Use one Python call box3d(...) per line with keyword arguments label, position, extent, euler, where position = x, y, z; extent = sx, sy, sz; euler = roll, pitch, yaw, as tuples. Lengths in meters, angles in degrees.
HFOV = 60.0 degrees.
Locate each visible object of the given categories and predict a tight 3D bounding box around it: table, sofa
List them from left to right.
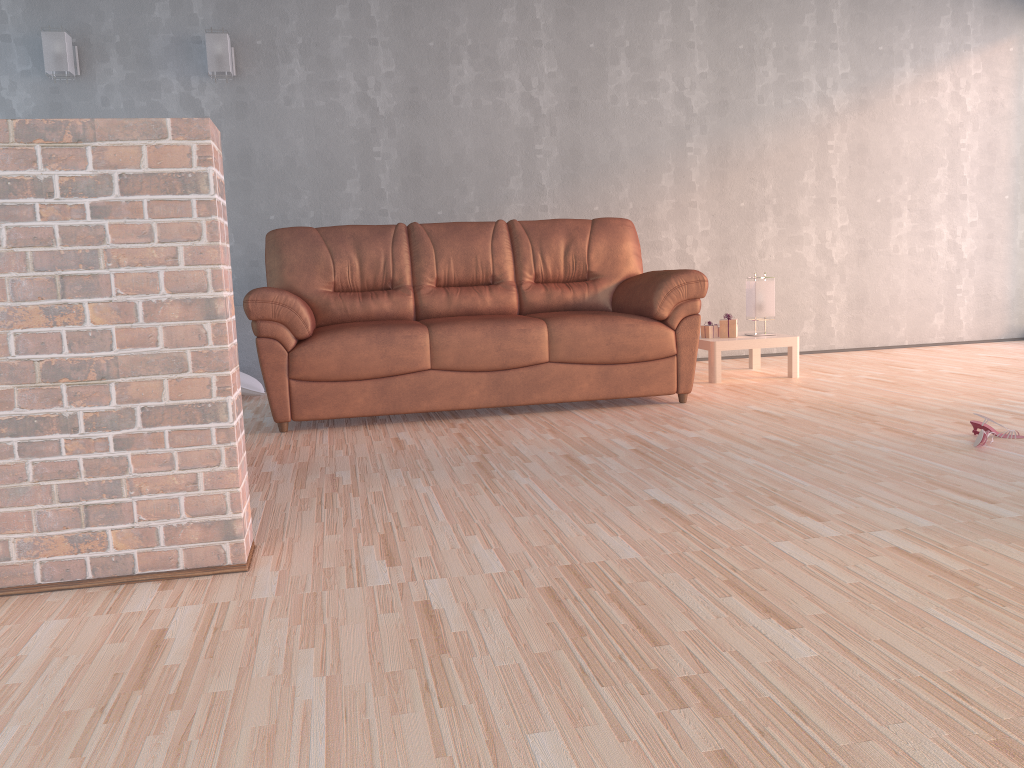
box3d(label="sofa", position=(-0.200, -0.395, 4.557), extent=(2.202, 0.923, 0.981), euler=(-4, 8, -11))
box3d(label="table", position=(1.348, -0.169, 5.340), extent=(0.548, 0.241, 0.548), euler=(-4, 8, -11))

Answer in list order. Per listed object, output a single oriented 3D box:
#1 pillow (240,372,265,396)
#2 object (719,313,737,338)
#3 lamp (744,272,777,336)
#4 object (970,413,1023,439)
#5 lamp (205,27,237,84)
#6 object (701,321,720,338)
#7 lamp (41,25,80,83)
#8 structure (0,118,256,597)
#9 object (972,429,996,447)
box3d(label="pillow", position=(-1.674, -0.025, 5.230), extent=(0.357, 0.205, 0.388), euler=(-6, 8, -24))
box3d(label="object", position=(1.277, -0.347, 5.230), extent=(0.099, 0.147, 0.102), euler=(0, 8, 17))
box3d(label="lamp", position=(1.481, -0.475, 5.290), extent=(0.140, 0.376, 0.140), euler=(-4, 8, -11))
box3d(label="object", position=(1.814, 0.155, 3.308), extent=(0.188, 0.085, 0.069), euler=(2, 8, 28))
box3d(label="lamp", position=(-1.738, -1.947, 5.274), extent=(0.165, 0.319, 0.177), euler=(-4, 8, -11))
box3d(label="object", position=(1.197, -0.328, 5.290), extent=(0.152, 0.105, 0.080), euler=(-9, 10, -42))
box3d(label="lamp", position=(-2.602, -1.890, 5.099), extent=(0.165, 0.319, 0.168), euler=(-4, 8, -11))
box3d(label="structure", position=(-1.369, -0.041, 2.019), extent=(1.422, 1.057, 0.211), euler=(-4, 8, -11))
box3d(label="object", position=(1.694, 0.188, 3.174), extent=(0.078, 0.066, 0.192), euler=(1, 8, 25))
